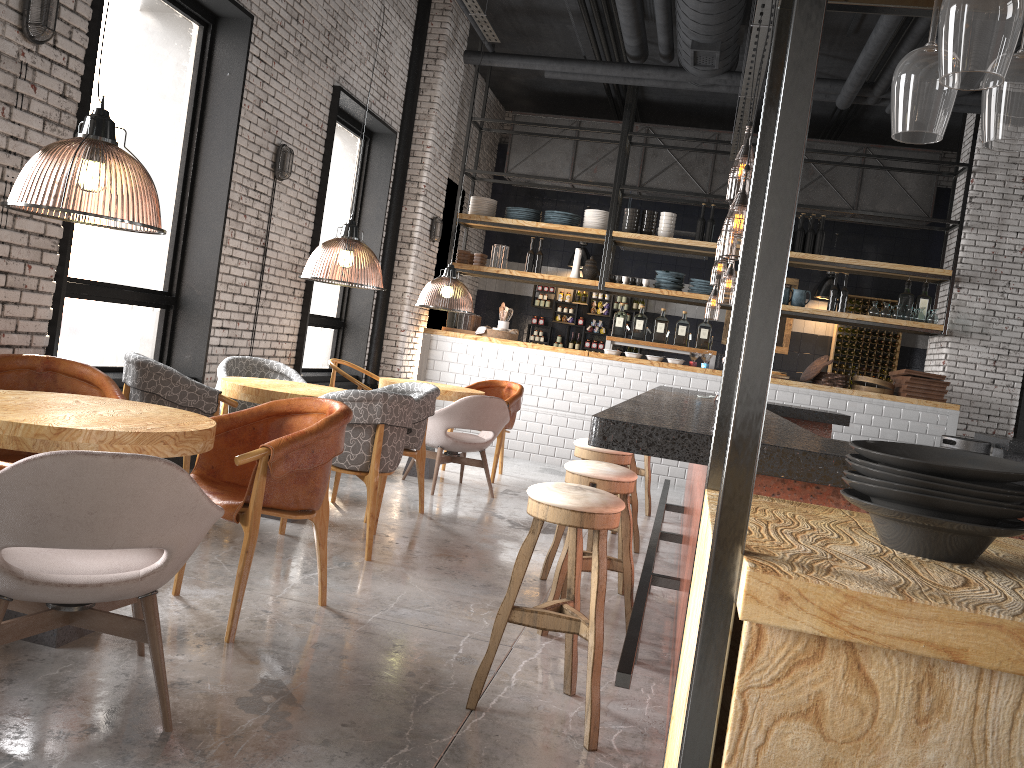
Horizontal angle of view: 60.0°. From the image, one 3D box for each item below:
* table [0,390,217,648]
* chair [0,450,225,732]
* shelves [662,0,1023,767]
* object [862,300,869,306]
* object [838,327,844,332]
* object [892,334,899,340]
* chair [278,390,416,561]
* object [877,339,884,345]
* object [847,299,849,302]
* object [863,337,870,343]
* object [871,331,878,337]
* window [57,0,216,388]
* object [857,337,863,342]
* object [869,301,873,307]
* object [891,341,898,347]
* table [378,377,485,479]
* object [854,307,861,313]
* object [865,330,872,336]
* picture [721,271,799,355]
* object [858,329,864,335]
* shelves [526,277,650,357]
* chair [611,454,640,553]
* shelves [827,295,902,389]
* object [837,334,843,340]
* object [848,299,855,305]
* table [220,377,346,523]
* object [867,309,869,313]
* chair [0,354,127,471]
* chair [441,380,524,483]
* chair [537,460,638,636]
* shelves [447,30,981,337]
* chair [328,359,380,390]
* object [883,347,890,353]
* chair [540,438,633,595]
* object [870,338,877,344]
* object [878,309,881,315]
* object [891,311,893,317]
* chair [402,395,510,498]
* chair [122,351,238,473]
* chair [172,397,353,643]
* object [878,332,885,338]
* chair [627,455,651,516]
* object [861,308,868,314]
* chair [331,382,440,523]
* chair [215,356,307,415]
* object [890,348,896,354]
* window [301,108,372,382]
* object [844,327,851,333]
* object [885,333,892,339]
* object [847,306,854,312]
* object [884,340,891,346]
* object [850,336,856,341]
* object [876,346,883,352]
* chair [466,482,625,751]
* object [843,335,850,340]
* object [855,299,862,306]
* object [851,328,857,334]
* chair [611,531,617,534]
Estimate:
[{"bbox_3d":[-1.598,0.491,3.170,0.931,0.809,0.934,7,2,-31],"label":"table"},{"bbox_3d":[-1.276,0.552,2.604,0.770,0.850,0.803,7,2,-29],"label":"chair"},{"bbox_3d":[2.282,-0.975,0.954,3.661,5.016,0.690,9,1,11],"label":"shelves"},{"bbox_3d":[5.101,-1.165,12.793,0.079,0.079,0.283,9,2,11],"label":"object"},{"bbox_3d":[4.762,-0.792,12.839,0.079,0.079,0.283,9,2,11],"label":"object"},{"bbox_3d":[5.493,-0.678,12.681,0.079,0.079,0.283,9,2,11],"label":"object"},{"bbox_3d":[-0.891,0.471,4.985,0.680,0.928,0.645,7,2,-34],"label":"chair"},{"bbox_3d":[5.296,-0.603,12.729,0.079,0.079,0.283,9,2,11],"label":"object"},{"bbox_3d":[4.819,-1.207,12.811,0.079,0.079,0.283,9,2,11],"label":"object"},{"bbox_3d":[5.116,-0.631,12.782,0.079,0.079,0.283,9,2,11],"label":"object"},{"bbox_3d":[5.220,-0.721,12.746,0.079,0.079,0.283,9,2,11],"label":"object"},{"bbox_3d":[-2.450,-1.335,5.732,0.365,2.695,1.535,9,2,11],"label":"window"},{"bbox_3d":[5.026,-0.646,12.805,0.079,0.079,0.283,9,2,11],"label":"object"},{"bbox_3d":[5.189,-1.151,12.755,0.079,0.079,0.283,9,2,11],"label":"object"},{"bbox_3d":[5.479,-0.575,12.692,0.079,0.079,0.283,9,2,11],"label":"object"},{"bbox_3d":[-0.756,0.412,7.811,0.931,0.809,0.934,7,2,-36],"label":"table"},{"bbox_3d":[4.987,-1.075,12.776,0.079,0.079,0.283,9,2,11],"label":"object"},{"bbox_3d":[5.124,-0.735,12.746,0.079,0.079,0.283,9,2,11],"label":"object"},{"bbox_3d":[3.727,-1.073,13.339,0.981,1.142,0.020,9,1,11],"label":"picture"},{"bbox_3d":[5.037,-0.749,12.783,0.079,0.079,0.283,9,2,11],"label":"object"},{"bbox_3d":[1.133,-0.888,13.691,1.762,1.481,0.157,9,1,11],"label":"shelves"},{"bbox_3d":[0.626,0.692,5.894,0.480,0.805,0.439,7,2,-40],"label":"chair"},{"bbox_3d":[5.059,-0.174,12.841,0.890,2.147,0.251,9,1,11],"label":"shelves"},{"bbox_3d":[4.745,-0.688,12.833,0.079,0.079,0.283,9,2,11],"label":"object"},{"bbox_3d":[4.917,-1.194,12.826,0.079,0.079,0.283,9,2,11],"label":"object"},{"bbox_3d":[-1.367,0.424,5.483,0.931,0.809,0.934,7,2,-31],"label":"table"},{"bbox_3d":[5.177,-1.047,12.772,0.079,0.079,0.283,9,2,11],"label":"object"},{"bbox_3d":[-2.019,0.358,3.795,0.680,0.928,0.645,7,2,-36],"label":"chair"},{"bbox_3d":[-0.203,0.426,8.323,0.682,0.928,0.643,9,2,34],"label":"chair"},{"bbox_3d":[0.365,0.759,4.159,0.480,0.805,0.439,8,2,-10],"label":"chair"},{"bbox_3d":[2.237,-2.479,10.431,5.680,3.065,0.597,9,1,11],"label":"shelves"},{"bbox_3d":[-1.462,0.258,8.049,0.644,0.920,0.612,9,2,18],"label":"chair"},{"bbox_3d":[5.373,-0.485,12.713,0.079,0.079,0.283,9,2,11],"label":"object"},{"bbox_3d":[0.412,0.702,4.963,0.438,0.805,0.481,8,2,-15],"label":"chair"},{"bbox_3d":[5.208,-0.617,12.764,0.079,0.079,0.283,9,2,11],"label":"object"},{"bbox_3d":[5.268,-1.033,12.754,0.079,0.079,0.283,9,2,11],"label":"object"},{"bbox_3d":[5.446,-1.004,12.692,0.079,0.079,0.283,9,2,11],"label":"object"},{"bbox_3d":[-0.434,0.472,7.246,0.770,0.850,0.803,7,2,-29],"label":"chair"},{"bbox_3d":[-2.038,0.296,5.165,0.643,0.928,0.682,7,2,-34],"label":"chair"},{"bbox_3d":[-0.988,0.513,3.680,0.643,0.928,0.682,7,2,-41],"label":"chair"},{"bbox_3d":[5.315,-0.707,12.746,0.079,0.079,0.283,9,2,11],"label":"object"},{"bbox_3d":[0.941,0.665,7.562,0.438,0.805,0.481,8,2,-20],"label":"chair"},{"bbox_3d":[5.082,-1.061,12.776,0.079,0.079,0.283,9,2,11],"label":"object"},{"bbox_3d":[-0.811,0.438,6.004,0.643,0.928,0.682,7,2,-34],"label":"chair"},{"bbox_3d":[-1.760,0.295,6.127,0.680,0.928,0.645,7,2,-34],"label":"chair"},{"bbox_3d":[5.468,-0.471,12.714,0.079,0.079,0.283,9,2,11],"label":"object"},{"bbox_3d":[-1.813,-1.379,8.871,0.365,2.695,1.535,9,2,11],"label":"window"},{"bbox_3d":[4.850,-0.777,12.802,0.079,0.079,0.283,9,2,11],"label":"object"},{"bbox_3d":[5.406,-0.693,12.723,0.079,0.079,0.283,9,2,11],"label":"object"},{"bbox_3d":[4.894,-1.089,12.790,0.079,0.079,0.283,9,2,11],"label":"object"},{"bbox_3d":[5.391,-0.589,12.726,0.079,0.079,0.283,9,2,11],"label":"object"},{"bbox_3d":[4.930,-0.659,12.804,0.079,0.079,0.283,9,2,11],"label":"object"},{"bbox_3d":[5.277,-0.499,12.713,0.079,0.079,0.283,9,2,11],"label":"object"},{"bbox_3d":[0.179,0.753,3.005,0.480,0.805,0.439,7,2,-30],"label":"chair"},{"bbox_3d":[4.834,-0.673,12.800,0.079,0.079,0.283,9,2,11],"label":"object"},{"bbox_3d":[5.006,-1.179,12.792,0.079,0.079,0.283,9,2,11],"label":"object"},{"bbox_3d":[4.948,-0.764,12.817,0.079,0.079,0.283,9,2,11],"label":"object"},{"bbox_3d":[0.711,0.672,6.631,0.480,0.805,0.439,8,2,-15],"label":"chair"}]
